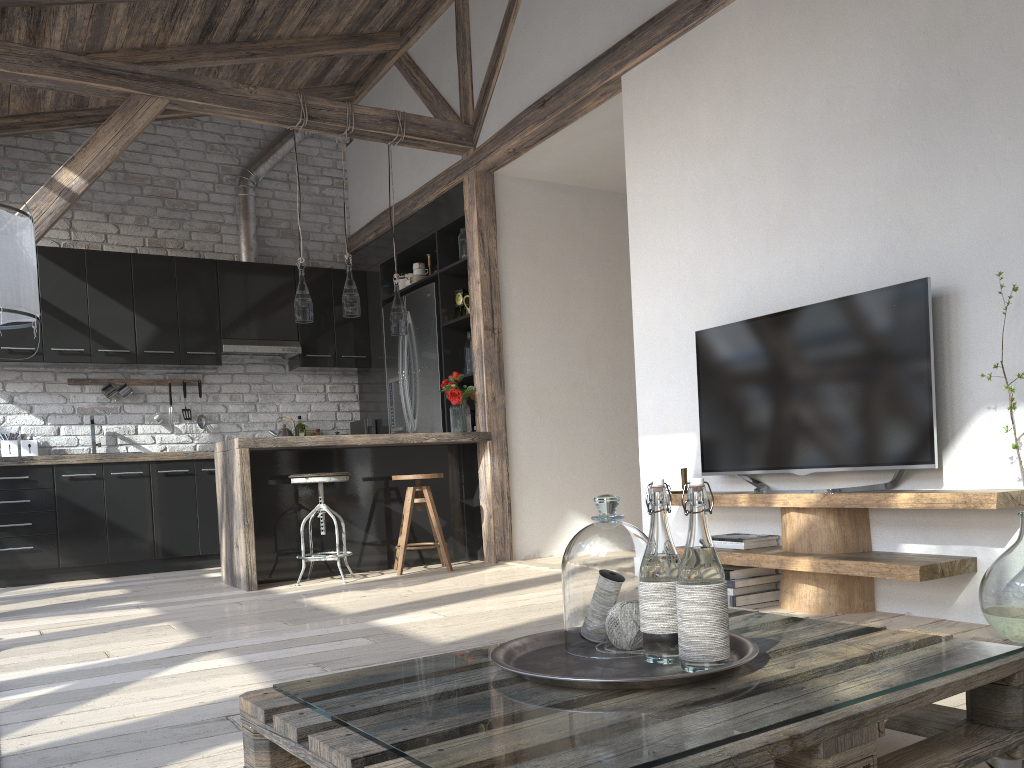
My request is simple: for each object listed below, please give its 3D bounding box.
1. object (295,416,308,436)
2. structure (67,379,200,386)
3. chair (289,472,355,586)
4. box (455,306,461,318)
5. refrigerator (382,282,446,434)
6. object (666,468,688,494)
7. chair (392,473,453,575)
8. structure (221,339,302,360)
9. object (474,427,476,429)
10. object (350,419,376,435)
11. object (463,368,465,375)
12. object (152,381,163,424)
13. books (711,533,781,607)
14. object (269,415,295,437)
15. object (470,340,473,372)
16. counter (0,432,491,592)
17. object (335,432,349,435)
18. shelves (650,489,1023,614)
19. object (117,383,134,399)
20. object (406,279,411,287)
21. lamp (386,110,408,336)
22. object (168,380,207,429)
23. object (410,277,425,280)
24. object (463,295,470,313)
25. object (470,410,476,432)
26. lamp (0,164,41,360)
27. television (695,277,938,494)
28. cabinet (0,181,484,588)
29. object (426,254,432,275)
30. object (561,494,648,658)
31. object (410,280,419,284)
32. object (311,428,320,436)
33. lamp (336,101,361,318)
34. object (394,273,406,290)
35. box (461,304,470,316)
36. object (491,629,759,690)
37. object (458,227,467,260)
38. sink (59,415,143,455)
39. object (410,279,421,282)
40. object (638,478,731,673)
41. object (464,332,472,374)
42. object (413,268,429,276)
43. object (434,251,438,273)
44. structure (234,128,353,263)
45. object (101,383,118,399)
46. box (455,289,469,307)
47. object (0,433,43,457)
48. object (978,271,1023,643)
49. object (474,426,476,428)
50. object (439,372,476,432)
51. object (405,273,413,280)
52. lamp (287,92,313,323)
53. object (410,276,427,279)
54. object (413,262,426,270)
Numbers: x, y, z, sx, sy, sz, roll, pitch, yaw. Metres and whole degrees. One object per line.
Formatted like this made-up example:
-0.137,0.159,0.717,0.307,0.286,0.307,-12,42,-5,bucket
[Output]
-1.721,0.402,7.214,0.089,0.283,0.082,-4,1,-36,object
-2.807,-0.016,6.593,0.930,0.046,0.082,0,-5,-31,structure
-1.100,0.834,5.122,0.354,0.636,0.353,-3,0,3,chair
-0.344,-0.479,6.157,0.082,0.113,0.083,-2,-1,-31,box
-0.437,0.301,6.767,0.849,1.922,0.945,-3,0,-31,refrigerator
0.778,0.436,3.968,0.140,0.112,0.139,-5,-4,41,object
-0.566,0.856,5.430,0.340,0.595,0.341,-3,0,-11,chair
-2.004,-0.273,6.910,0.598,0.103,0.370,0,-6,-31,structure
-0.149,0.304,5.966,0.215,0.024,0.215,-6,-6,27,object
-1.244,0.417,7.339,0.088,0.226,0.353,-3,-3,-31,object
-0.278,-0.148,6.165,0.132,0.220,0.132,-3,0,-19,object
-2.687,0.138,6.653,0.070,0.326,0.066,-4,1,-31,object
0.909,0.774,3.703,0.290,0.264,0.362,-2,-3,-31,books
-1.774,0.362,6.858,0.221,0.235,0.223,-1,-2,-41,object
-0.226,-0.244,5.880,0.109,0.350,0.108,-3,1,-1,object
-2.315,0.843,5.636,3.805,0.851,2.254,0,-6,-31,counter
-1.442,0.464,7.276,0.247,0.141,0.210,0,-4,-32,object
1.109,0.640,3.357,0.330,0.449,1.612,-2,-5,-31,shelves
-2.867,0.042,6.531,0.117,0.139,0.093,-3,-1,-14,object
-0.756,-0.754,6.689,0.106,0.067,0.094,-4,-4,21,object
-0.709,-0.984,5.418,0.109,1.342,0.226,-4,2,-29,lamp
-2.488,0.158,6.735,0.282,0.381,0.070,-2,1,-31,object
-0.686,-0.772,6.557,0.149,0.026,0.149,-4,-6,11,object
-0.234,-0.531,5.983,0.135,0.170,0.150,-2,-2,-45,object
-0.295,0.264,6.122,0.134,0.165,0.135,-2,-2,-41,object
-1.917,-1.032,3.054,0.400,1.896,0.406,-3,1,10,lamp
1.113,0.063,3.374,0.206,0.705,1.109,-4,-3,-31,television
-2.219,0.025,5.778,4.206,2.507,2.101,-1,-2,-31,cabinet
-0.592,-0.847,6.344,0.059,0.167,0.059,-2,1,44,object
0.157,0.299,1.401,0.156,0.247,0.155,-3,-1,27,object
-0.685,-0.749,6.558,0.148,0.022,0.149,-3,-6,-4,object
-1.625,0.454,7.294,0.080,0.183,0.039,-3,1,-18,object
-0.982,-1.037,5.262,0.108,1.238,0.239,-3,1,-19,lamp
-0.839,-0.782,6.899,0.186,0.174,0.208,-3,-3,9,object
-0.303,-0.489,6.080,0.082,0.113,0.083,-3,-1,-21,box
0.166,0.405,1.317,0.394,0.021,0.397,-2,-6,-11,object
-0.294,-0.929,5.867,0.124,0.206,0.125,-3,0,-27,object
-2.932,0.476,6.221,0.525,0.515,0.516,-2,-2,-31,sink
-0.686,-0.761,6.558,0.149,0.026,0.149,-4,-6,11,object
0.241,0.269,1.259,0.071,0.268,0.154,-4,0,-31,object
-0.284,-0.203,6.013,0.085,0.302,0.086,-4,1,-39,object
-0.683,-0.817,6.554,0.106,0.067,0.094,-2,-3,-20,object
-0.509,-0.867,6.209,0.096,0.172,0.095,-3,0,32,object
-1.762,-1.551,7.170,0.980,1.285,0.170,-2,1,-31,structure
-2.965,0.042,6.482,0.117,0.139,0.093,-2,-1,-29,object
-0.343,-0.595,6.118,0.083,0.113,0.082,-4,-1,39,box
-3.494,0.425,6.128,0.404,0.201,0.148,-1,-2,-29,object
1.605,0.196,2.519,0.274,1.120,0.517,-4,1,-45,object
-0.150,0.297,5.966,0.215,0.024,0.215,-5,-6,22,object
-0.349,0.118,5.740,0.251,0.415,0.312,-3,-1,2,object
-0.764,-0.800,6.684,0.094,0.067,0.106,-3,-4,-3,object
-1.226,-1.015,5.107,0.108,1.289,0.225,-4,2,-29,lamp
-0.687,-0.784,6.557,0.149,0.026,0.149,-4,-6,11,object
-0.687,-0.861,6.547,0.106,0.067,0.094,-7,-5,45,object
